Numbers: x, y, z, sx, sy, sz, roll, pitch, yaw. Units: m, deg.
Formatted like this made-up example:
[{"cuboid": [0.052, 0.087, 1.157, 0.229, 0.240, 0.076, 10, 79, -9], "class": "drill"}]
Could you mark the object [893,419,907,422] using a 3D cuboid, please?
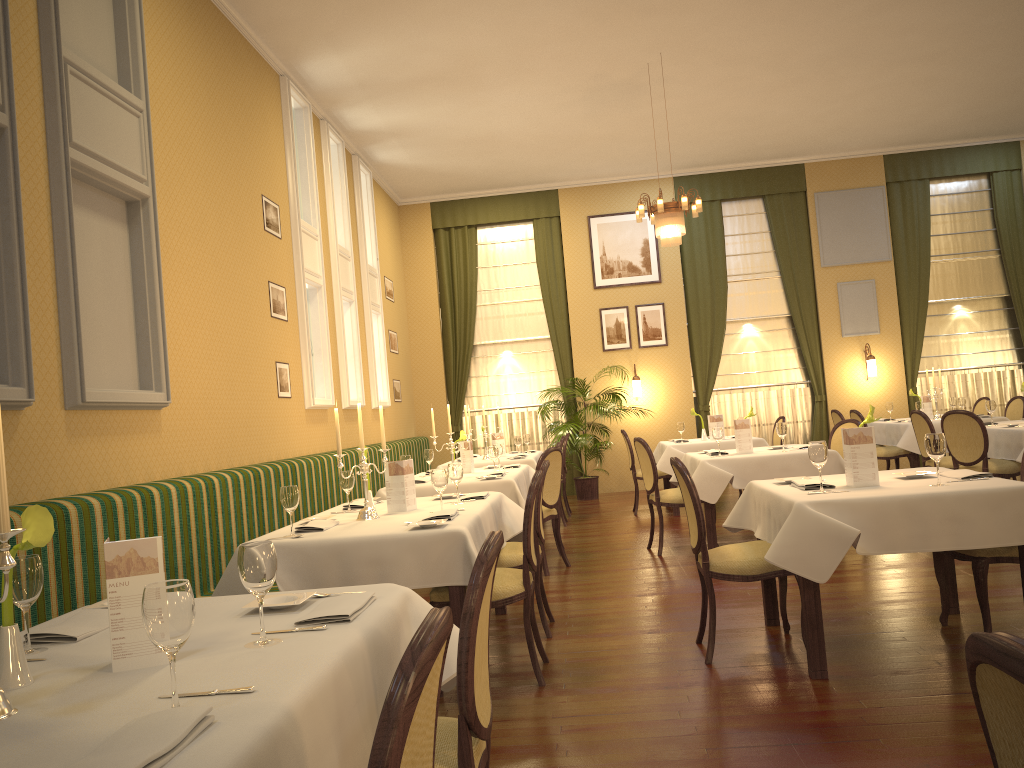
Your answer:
[{"cuboid": [4.509, 0.430, 10.268, 0.160, 0.024, 0.160, -5, -2, 4], "class": "object"}]

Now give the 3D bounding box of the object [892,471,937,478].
[{"cuboid": [1.948, 0.443, 4.289, 0.160, 0.024, 0.160, -5, -2, 4], "class": "object"}]

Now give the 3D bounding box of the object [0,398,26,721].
[{"cuboid": [-1.003, 0.291, 1.637, 0.131, 0.655, 0.390, -3, -3, -40], "class": "object"}]

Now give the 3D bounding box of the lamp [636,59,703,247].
[{"cuboid": [1.433, -2.209, 8.415, 0.593, 1.796, 0.593, -5, -2, 2], "class": "lamp"}]

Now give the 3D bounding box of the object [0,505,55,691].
[{"cuboid": [-1.009, 0.438, 1.822, 0.163, 0.375, 0.076, -6, -2, 26], "class": "object"}]

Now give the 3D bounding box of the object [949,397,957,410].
[{"cuboid": [5.277, 0.272, 10.606, 0.088, 0.229, 0.088, -3, -2, -38], "class": "object"}]

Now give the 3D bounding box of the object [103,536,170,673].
[{"cuboid": [-0.837, 0.474, 1.913, 0.166, 0.277, 0.081, -6, -2, 26], "class": "object"}]

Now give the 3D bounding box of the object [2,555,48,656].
[{"cuboid": [-1.174, 0.533, 2.139, 0.088, 0.229, 0.088, -3, -2, -38], "class": "object"}]

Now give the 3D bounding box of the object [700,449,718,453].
[{"cuboid": [1.680, 0.579, 7.566, 0.160, 0.024, 0.160, -5, -2, 4], "class": "object"}]

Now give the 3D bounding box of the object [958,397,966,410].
[{"cuboid": [5.152, 0.267, 10.142, 0.088, 0.229, 0.088, -3, -2, -38], "class": "object"}]

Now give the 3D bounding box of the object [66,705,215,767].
[{"cuboid": [-0.580, 0.556, 1.357, 0.142, 0.033, 0.273, -5, -2, 4], "class": "object"}]

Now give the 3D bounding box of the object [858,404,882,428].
[{"cuboid": [1.691, 0.287, 4.238, 0.163, 0.375, 0.076, -4, -2, -19], "class": "object"}]

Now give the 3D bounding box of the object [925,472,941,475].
[{"cuboid": [2.091, 0.439, 4.391, 0.181, 0.015, 0.038, -5, -2, 6], "class": "object"}]

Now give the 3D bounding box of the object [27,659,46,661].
[{"cuboid": [-1.163, 0.639, 2.051, 0.185, 0.010, 0.017, -5, -2, 6], "class": "object"}]

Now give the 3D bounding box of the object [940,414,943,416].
[{"cuboid": [5.296, 0.385, 10.890, 0.142, 0.024, 0.273, -5, -2, 4], "class": "object"}]

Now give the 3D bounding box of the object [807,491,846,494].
[{"cuboid": [1.420, 0.484, 3.978, 0.185, 0.010, 0.017, -5, -2, 6], "class": "object"}]

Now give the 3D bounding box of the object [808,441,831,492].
[{"cuboid": [1.410, 0.378, 4.065, 0.088, 0.229, 0.088, -3, -2, -38], "class": "object"}]

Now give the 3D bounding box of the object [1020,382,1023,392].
[{"cuboid": [4.556, 0.163, 7.762, 0.163, 0.375, 0.076, -6, -2, 26], "class": "object"}]

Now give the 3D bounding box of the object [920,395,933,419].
[{"cuboid": [4.920, 0.276, 10.462, 0.166, 0.277, 0.081, -4, -2, -24], "class": "object"}]

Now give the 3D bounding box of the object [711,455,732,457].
[{"cuboid": [1.663, 0.567, 7.008, 0.185, 0.010, 0.017, -5, -2, 6], "class": "object"}]

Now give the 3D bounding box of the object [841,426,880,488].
[{"cuboid": [1.602, 0.342, 4.134, 0.081, 0.277, 0.166, -3, -3, -39], "class": "object"}]

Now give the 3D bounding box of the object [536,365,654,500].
[{"cuboid": [1.042, 0.660, 12.041, 1.496, 1.807, 1.552, -4, -2, -15], "class": "object"}]

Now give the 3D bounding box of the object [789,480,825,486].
[{"cuboid": [1.475, 0.493, 4.430, 0.181, 0.015, 0.038, -5, -2, 6], "class": "object"}]

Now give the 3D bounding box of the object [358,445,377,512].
[{"cuboid": [-0.793, 0.520, 4.840, 0.076, 0.375, 0.163, -4, -2, -14], "class": "object"}]

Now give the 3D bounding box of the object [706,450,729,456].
[{"cuboid": [1.689, 0.566, 7.296, 0.142, 0.033, 0.273, -5, -2, 4], "class": "object"}]

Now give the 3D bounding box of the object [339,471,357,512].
[{"cuboid": [-0.939, 0.613, 5.072, 0.088, 0.229, 0.088, -3, -2, -38], "class": "object"}]

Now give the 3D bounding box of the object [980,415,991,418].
[{"cuboid": [5.138, 0.354, 9.630, 0.160, 0.024, 0.160, -5, -2, 4], "class": "object"}]

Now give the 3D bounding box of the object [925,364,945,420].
[{"cuboid": [4.884, 0.083, 10.234, 0.390, 0.655, 0.131, -4, -2, -30], "class": "object"}]

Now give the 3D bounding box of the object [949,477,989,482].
[{"cuboid": [2.046, 0.431, 3.986, 0.185, 0.010, 0.017, -5, -2, 5], "class": "object"}]

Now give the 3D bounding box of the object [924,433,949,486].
[{"cuboid": [1.874, 0.333, 3.911, 0.088, 0.229, 0.088, -3, -2, -38], "class": "object"}]

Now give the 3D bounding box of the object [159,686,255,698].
[{"cuboid": [-0.570, 0.574, 1.650, 0.185, 0.010, 0.017, -5, -2, 5], "class": "object"}]

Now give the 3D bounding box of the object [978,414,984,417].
[{"cuboid": [5.168, 0.360, 9.948, 0.142, 0.033, 0.273, -5, -2, 4], "class": "object"}]

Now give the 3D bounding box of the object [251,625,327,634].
[{"cuboid": [-0.533, 0.587, 2.115, 0.185, 0.010, 0.017, -5, -2, 5], "class": "object"}]

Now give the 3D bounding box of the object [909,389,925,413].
[{"cuboid": [4.769, 0.236, 10.426, 0.163, 0.375, 0.076, -6, -2, 26], "class": "object"}]

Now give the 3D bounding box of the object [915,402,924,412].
[{"cuboid": [4.491, 0.310, 9.753, 0.088, 0.229, 0.088, -3, -2, -38], "class": "object"}]

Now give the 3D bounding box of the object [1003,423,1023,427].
[{"cuboid": [4.295, 0.357, 7.604, 0.160, 0.024, 0.160, -5, -2, 4], "class": "object"}]

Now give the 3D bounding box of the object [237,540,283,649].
[{"cuboid": [-0.575, 0.478, 2.024, 0.088, 0.229, 0.088, -3, -2, -38], "class": "object"}]

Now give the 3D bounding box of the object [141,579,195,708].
[{"cuboid": [-0.596, 0.463, 1.551, 0.088, 0.229, 0.088, -3, -2, -38], "class": "object"}]

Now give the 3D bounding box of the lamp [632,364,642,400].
[{"cuboid": [1.724, -0.026, 12.467, 0.114, 0.513, 0.323, -5, -2, -6], "class": "lamp"}]

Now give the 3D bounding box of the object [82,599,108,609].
[{"cuboid": [-1.146, 0.650, 2.610, 0.160, 0.024, 0.160, -5, -2, 4], "class": "object"}]

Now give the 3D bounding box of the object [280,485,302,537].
[{"cuboid": [-1.022, 0.587, 4.095, 0.088, 0.229, 0.088, -3, -2, -38], "class": "object"}]

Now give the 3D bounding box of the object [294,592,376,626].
[{"cuboid": [-0.452, 0.581, 2.299, 0.142, 0.024, 0.273, -5, -2, 4], "class": "object"}]

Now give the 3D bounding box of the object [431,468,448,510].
[{"cuboid": [-0.361, 0.544, 4.484, 0.088, 0.229, 0.088, -3, -2, -38], "class": "object"}]

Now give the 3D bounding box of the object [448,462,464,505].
[{"cuboid": [-0.312, 0.556, 4.972, 0.088, 0.229, 0.088, -3, -2, -38], "class": "object"}]

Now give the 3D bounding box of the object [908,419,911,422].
[{"cuboid": [4.570, 0.412, 9.961, 0.142, 0.033, 0.273, -5, -2, 4], "class": "object"}]

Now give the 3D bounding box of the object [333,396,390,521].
[{"cuboid": [-0.768, 0.372, 4.569, 0.131, 0.655, 0.390, -6, -2, 24], "class": "object"}]

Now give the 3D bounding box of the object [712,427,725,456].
[{"cuboid": [1.652, 0.461, 7.095, 0.088, 0.229, 0.088, -3, -3, -44], "class": "object"}]

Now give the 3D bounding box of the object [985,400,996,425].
[{"cuboid": [4.361, 0.263, 8.065, 0.088, 0.229, 0.088, -3, -2, -38], "class": "object"}]

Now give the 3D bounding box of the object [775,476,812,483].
[{"cuboid": [1.438, 0.496, 4.536, 0.160, 0.024, 0.160, -5, -2, 4], "class": "object"}]

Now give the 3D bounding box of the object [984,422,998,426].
[{"cuboid": [4.397, 0.368, 8.266, 0.142, 0.033, 0.273, -5, -2, 4], "class": "object"}]

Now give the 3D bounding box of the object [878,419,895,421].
[{"cuboid": [4.610, 0.441, 10.930, 0.142, 0.033, 0.273, -5, -2, 4], "class": "object"}]

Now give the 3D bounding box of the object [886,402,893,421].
[{"cuboid": [4.574, 0.337, 10.730, 0.088, 0.229, 0.088, -3, -2, -38], "class": "object"}]

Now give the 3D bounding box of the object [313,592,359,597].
[{"cuboid": [-0.488, 0.595, 2.520, 0.181, 0.015, 0.038, -5, -2, 6], "class": "object"}]

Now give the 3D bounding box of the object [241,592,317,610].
[{"cuboid": [-0.632, 0.600, 2.418, 0.160, 0.024, 0.160, -5, -2, 4], "class": "object"}]

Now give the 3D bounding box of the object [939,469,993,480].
[{"cuboid": [2.127, 0.425, 4.170, 0.142, 0.024, 0.273, -5, -2, 4], "class": "object"}]

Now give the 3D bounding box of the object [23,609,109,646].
[{"cuboid": [-1.138, 0.638, 2.339, 0.142, 0.033, 0.273, -5, -2, 4], "class": "object"}]

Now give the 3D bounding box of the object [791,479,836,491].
[{"cuboid": [1.446, 0.483, 4.266, 0.142, 0.033, 0.273, -5, -2, 4], "class": "object"}]

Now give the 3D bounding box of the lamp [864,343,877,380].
[{"cuboid": [4.897, -0.306, 12.221, 0.114, 0.513, 0.323, -5, -2, -6], "class": "lamp"}]
